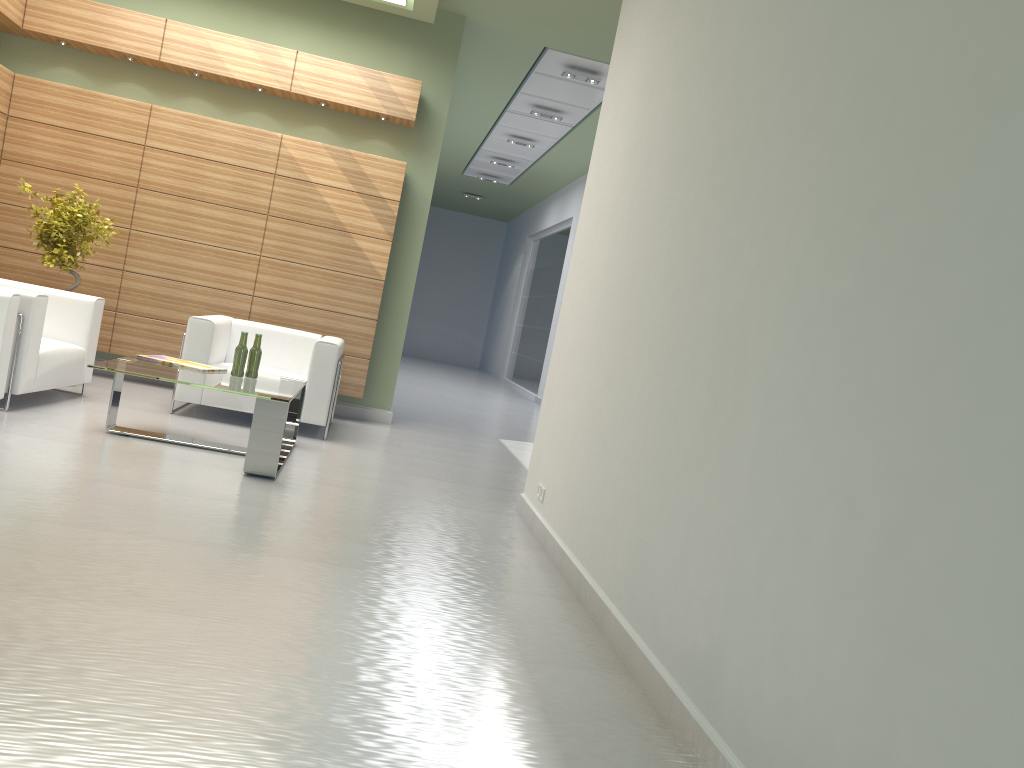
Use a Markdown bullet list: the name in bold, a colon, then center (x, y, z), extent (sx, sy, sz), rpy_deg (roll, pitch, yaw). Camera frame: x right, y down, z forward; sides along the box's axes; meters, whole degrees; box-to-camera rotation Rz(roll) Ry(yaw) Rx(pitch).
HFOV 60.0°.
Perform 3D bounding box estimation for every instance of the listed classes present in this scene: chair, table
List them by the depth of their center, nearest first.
- **chair**: center (-5.447, -0.333, 7.469), extent (1.802, 1.234, 1.894), rpy_deg (10, 3, -15)
- **table**: center (-3.142, 0.257, 9.097), extent (1.783, 0.742, 2.197), rpy_deg (11, 3, -10)
- **chair**: center (-5.787, -0.532, 9.760), extent (1.769, 1.234, 1.894), rpy_deg (11, 3, -5)
- **chair**: center (-3.242, -0.134, 11.655), extent (1.894, 1.234, 1.802), rpy_deg (11, 3, -10)

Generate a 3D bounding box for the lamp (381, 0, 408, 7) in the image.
- **lamp**: center (-3.272, -5.643, 9.552), extent (4.571, 0.325, 5.060), rpy_deg (11, 3, -10)

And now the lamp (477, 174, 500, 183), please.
- **lamp**: center (-0.719, -6.353, 27.330), extent (0.657, 0.159, 0.286), rpy_deg (11, 3, -10)

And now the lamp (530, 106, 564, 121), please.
- **lamp**: center (0.715, -5.537, 18.107), extent (0.657, 0.159, 0.286), rpy_deg (11, 3, -10)

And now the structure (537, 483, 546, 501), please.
- **structure**: center (0.270, 1.005, 8.235), extent (0.017, 0.118, 0.262), rpy_deg (11, 3, -10)

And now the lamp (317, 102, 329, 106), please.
- **lamp**: center (-2.754, -4.115, 12.945), extent (0.181, 0.074, 0.181), rpy_deg (14, 4, 41)

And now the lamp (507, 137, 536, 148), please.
- **lamp**: center (0.227, -5.814, 21.246), extent (0.657, 0.159, 0.286), rpy_deg (11, 3, -10)

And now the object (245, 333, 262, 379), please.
- **object**: center (-2.715, -0.297, 9.370), extent (0.131, 0.475, 0.131), rpy_deg (8, 5, -45)

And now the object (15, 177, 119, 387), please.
- **object**: center (-5.865, -1.327, 11.338), extent (1.201, 2.565, 1.116), rpy_deg (8, 4, -41)

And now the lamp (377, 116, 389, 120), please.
- **lamp**: center (-1.897, -3.952, 13.093), extent (0.181, 0.074, 0.181), rpy_deg (10, 3, -15)

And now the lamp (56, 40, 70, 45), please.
- **lamp**: center (-6.244, -4.775, 12.344), extent (0.181, 0.074, 0.181), rpy_deg (10, 3, -15)

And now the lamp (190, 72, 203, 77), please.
- **lamp**: center (-4.492, -4.444, 12.646), extent (0.181, 0.074, 0.181), rpy_deg (14, 4, 41)

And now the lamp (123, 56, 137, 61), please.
- **lamp**: center (-5.374, -4.610, 12.494), extent (0.181, 0.074, 0.181), rpy_deg (10, 3, -15)

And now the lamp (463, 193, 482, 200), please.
- **lamp**: center (-1.403, -6.742, 31.725), extent (0.657, 0.159, 0.286), rpy_deg (11, 3, -10)

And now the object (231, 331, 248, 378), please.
- **object**: center (-2.821, -0.310, 9.229), extent (0.131, 0.475, 0.131), rpy_deg (8, 5, -45)

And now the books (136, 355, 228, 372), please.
- **books**: center (-3.477, -0.218, 9.360), extent (0.762, 0.025, 0.508), rpy_deg (12, 3, 10)

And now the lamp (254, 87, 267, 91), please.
- **lamp**: center (-3.629, -4.280, 12.795), extent (0.181, 0.074, 0.181), rpy_deg (10, 3, -15)

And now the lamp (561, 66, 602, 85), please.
- **lamp**: center (1.182, -5.271, 15.103), extent (0.657, 0.159, 0.286), rpy_deg (11, 3, -10)

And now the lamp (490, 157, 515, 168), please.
- **lamp**: center (-0.253, -6.087, 24.330), extent (0.657, 0.159, 0.286), rpy_deg (11, 3, -10)
